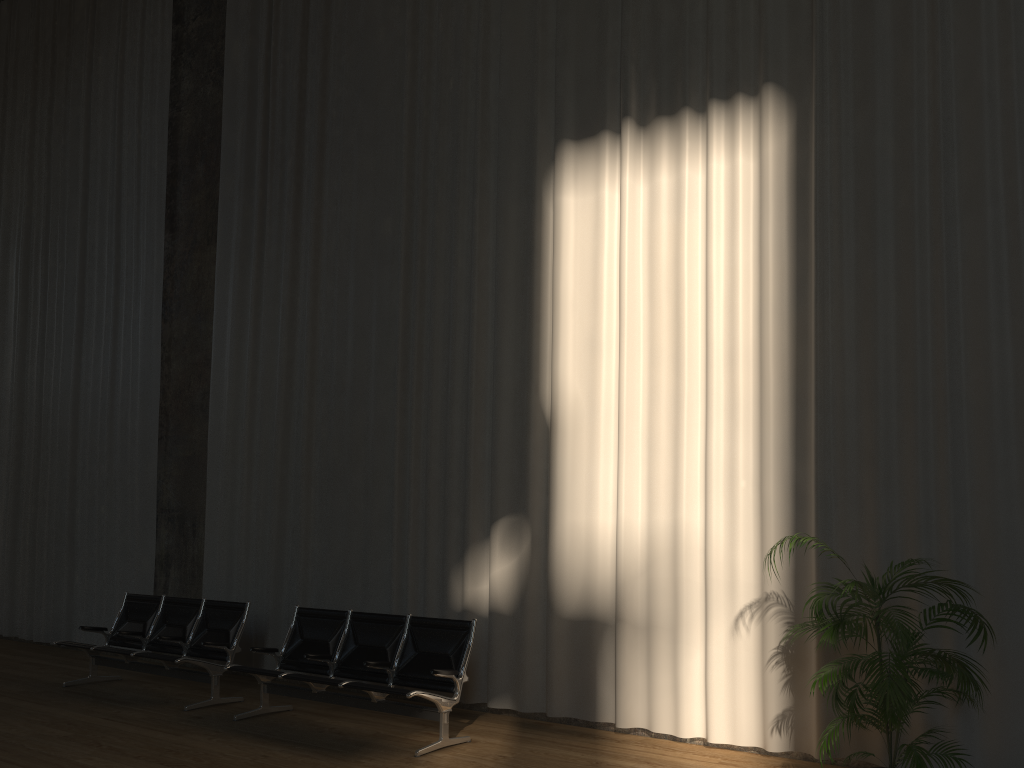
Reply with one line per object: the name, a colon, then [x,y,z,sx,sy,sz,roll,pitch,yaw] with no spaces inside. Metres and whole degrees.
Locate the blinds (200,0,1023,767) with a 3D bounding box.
blinds: [0.095,-1.758,6.954,7.846,8.568,0.276,-3,-5,35]

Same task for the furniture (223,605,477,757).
furniture: [-1.199,2.073,6.318,1.875,0.834,0.715,-5,-8,34]

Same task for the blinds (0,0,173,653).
blinds: [-7.045,-0.998,11.833,7.846,8.568,0.276,-3,-5,35]

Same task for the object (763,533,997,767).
object: [1.922,1.519,4.637,1.130,1.443,1.103,-2,-6,25]

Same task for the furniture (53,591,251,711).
furniture: [-3.171,2.283,7.666,1.875,0.834,0.715,-5,-8,34]
